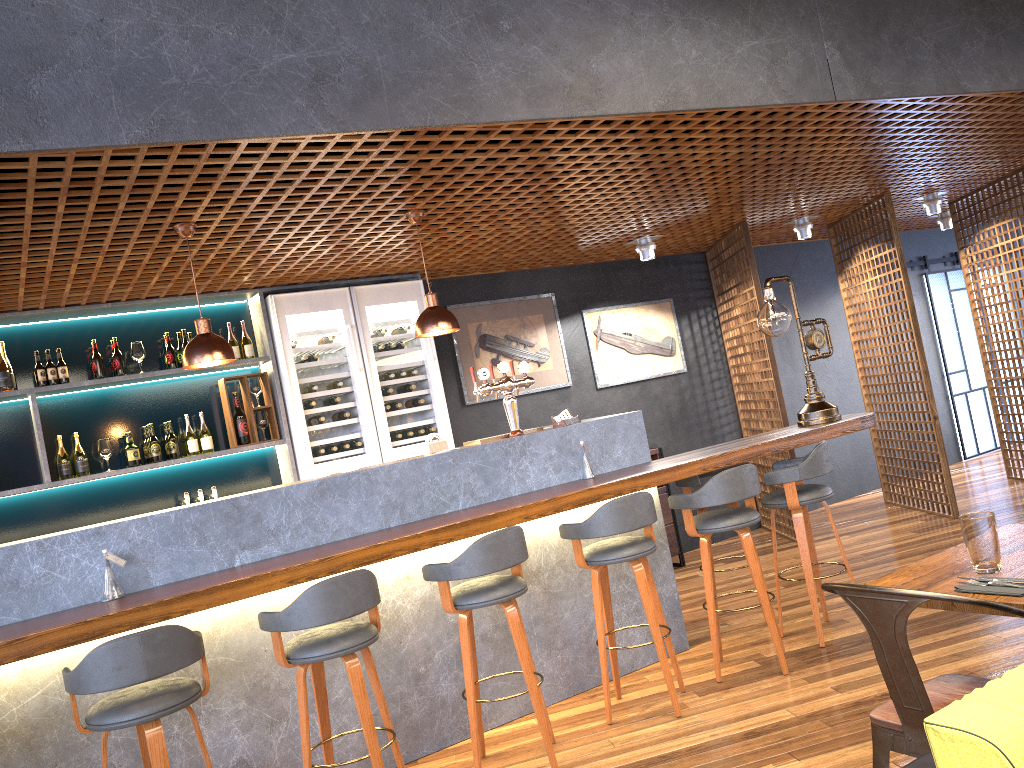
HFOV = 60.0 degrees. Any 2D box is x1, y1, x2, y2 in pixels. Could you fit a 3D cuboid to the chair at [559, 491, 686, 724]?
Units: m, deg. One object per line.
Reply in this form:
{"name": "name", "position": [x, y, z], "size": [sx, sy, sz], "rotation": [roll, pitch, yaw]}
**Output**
{"name": "chair", "position": [0.567, 1.056, 4.344], "size": [0.438, 1.048, 0.483], "rotation": [-12, -2, 31]}

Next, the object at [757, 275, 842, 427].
{"name": "object", "position": [1.804, -0.219, 5.523], "size": [0.566, 0.944, 0.263], "rotation": [-10, -2, -38]}

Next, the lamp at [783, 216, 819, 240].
{"name": "lamp", "position": [2.563, -1.367, 7.805], "size": [0.228, 0.172, 0.228], "rotation": [-10, -2, -31]}

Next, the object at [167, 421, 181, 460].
{"name": "object", "position": [-2.211, 0.367, 5.773], "size": [0.063, 0.254, 0.063], "rotation": [-12, -2, 22]}

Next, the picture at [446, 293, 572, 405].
{"name": "picture", "position": [-0.004, -0.306, 7.325], "size": [1.039, 0.809, 0.028], "rotation": [-10, -2, -31]}

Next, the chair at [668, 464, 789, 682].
{"name": "chair", "position": [1.126, 0.954, 4.604], "size": [0.483, 1.048, 0.438], "rotation": [-11, -2, -2]}

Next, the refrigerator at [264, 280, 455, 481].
{"name": "refrigerator", "position": [-1.034, 0.363, 6.418], "size": [1.159, 2.109, 0.454], "rotation": [-10, -2, -31]}

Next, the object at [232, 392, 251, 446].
{"name": "object", "position": [-1.848, 0.236, 6.015], "size": [0.092, 0.369, 0.091], "rotation": [-12, -2, 28]}

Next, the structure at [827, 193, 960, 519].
{"name": "structure", "position": [3.337, -0.214, 7.879], "size": [0.050, 2.700, 1.319], "rotation": [-11, -2, -1]}

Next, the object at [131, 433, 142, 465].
{"name": "object", "position": [-2.450, 0.427, 5.709], "size": [0.088, 0.224, 0.088], "rotation": [-10, -2, -36]}

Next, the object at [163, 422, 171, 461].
{"name": "object", "position": [-2.259, 0.379, 5.840], "size": [0.063, 0.254, 0.063], "rotation": [-10, -2, -23]}

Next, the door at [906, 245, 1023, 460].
{"name": "door", "position": [5.649, -0.429, 10.590], "size": [2.441, 2.386, 0.052], "rotation": [-10, -2, -31]}

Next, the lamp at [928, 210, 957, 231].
{"name": "lamp", "position": [5.786, -0.808, 4.741], "size": [3.017, 2.714, 9.057], "rotation": [-10, -2, -31]}

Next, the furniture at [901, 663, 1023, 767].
{"name": "furniture", "position": [4.992, 0.162, 1.622], "size": [7.462, 0.914, 4.895], "rotation": [-10, -2, -36]}

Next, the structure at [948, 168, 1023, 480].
{"name": "structure", "position": [4.517, -0.446, 7.893], "size": [0.050, 2.700, 1.319], "rotation": [-11, -2, -1]}

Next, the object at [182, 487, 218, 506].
{"name": "object", "position": [-2.032, 0.940, 5.852], "size": [0.310, 0.492, 0.204], "rotation": [-10, -2, -31]}

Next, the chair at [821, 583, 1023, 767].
{"name": "chair", "position": [1.219, 0.929, 2.403], "size": [0.541, 0.917, 0.504], "rotation": [-10, -2, -30]}

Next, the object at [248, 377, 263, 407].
{"name": "object", "position": [-1.756, 0.060, 6.095], "size": [0.097, 0.206, 0.097], "rotation": [-11, -2, 9]}

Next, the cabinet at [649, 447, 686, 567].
{"name": "cabinet", "position": [1.025, 1.092, 7.455], "size": [0.553, 1.007, 0.473], "rotation": [-10, -2, -31]}

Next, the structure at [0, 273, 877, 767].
{"name": "structure", "position": [-2.323, 0.783, 4.283], "size": [9.298, 2.700, 2.700], "rotation": [-10, -2, -31]}

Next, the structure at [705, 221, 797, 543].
{"name": "structure", "position": [2.156, 0.019, 7.865], "size": [0.050, 2.700, 1.319], "rotation": [-11, -2, -1]}

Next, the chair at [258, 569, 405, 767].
{"name": "chair", "position": [-0.676, 1.275, 3.565], "size": [0.438, 1.048, 0.483], "rotation": [-12, -2, 20]}

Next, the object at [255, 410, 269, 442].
{"name": "object", "position": [-1.710, 0.290, 6.088], "size": [0.097, 0.206, 0.097], "rotation": [-11, -2, 9]}

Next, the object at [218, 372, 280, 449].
{"name": "object", "position": [-1.795, 0.180, 6.052], "size": [0.300, 0.475, 0.161], "rotation": [-10, -2, -31]}

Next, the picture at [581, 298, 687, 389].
{"name": "picture", "position": [1.118, -0.379, 7.983], "size": [1.039, 0.697, 0.028], "rotation": [-10, -2, -31]}

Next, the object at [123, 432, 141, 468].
{"name": "object", "position": [-2.409, 0.415, 5.607], "size": [0.088, 0.224, 0.088], "rotation": [-12, -2, 29]}

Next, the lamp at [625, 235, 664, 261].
{"name": "lamp", "position": [1.090, -1.096, 7.207], "size": [0.228, 0.172, 0.228], "rotation": [-10, -2, -31]}

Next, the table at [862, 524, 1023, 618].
{"name": "table", "position": [1.771, 0.910, 2.699], "size": [0.906, 0.763, 0.887], "rotation": [-10, -2, -31]}

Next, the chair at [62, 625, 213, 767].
{"name": "chair", "position": [-1.279, 1.381, 3.156], "size": [0.483, 1.048, 0.438], "rotation": [-11, -2, -2]}

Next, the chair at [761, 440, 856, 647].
{"name": "chair", "position": [1.620, 0.867, 4.913], "size": [0.483, 1.048, 0.438], "rotation": [-10, -2, -39]}

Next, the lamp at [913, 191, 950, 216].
{"name": "lamp", "position": [3.727, -1.595, 7.863], "size": [0.228, 0.172, 0.228], "rotation": [-10, -2, -31]}

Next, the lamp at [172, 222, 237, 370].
{"name": "lamp", "position": [-1.490, -0.422, 4.198], "size": [0.250, 0.673, 0.250], "rotation": [-11, -2, 2]}

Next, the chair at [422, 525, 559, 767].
{"name": "chair", "position": [-0.088, 1.172, 3.943], "size": [0.483, 1.048, 0.438], "rotation": [-11, -2, -16]}

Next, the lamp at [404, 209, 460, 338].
{"name": "lamp", "position": [-0.466, -0.603, 4.814], "size": [0.250, 0.673, 0.250], "rotation": [-11, -2, 2]}

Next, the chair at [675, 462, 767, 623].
{"name": "chair", "position": [1.312, 0.948, 5.523], "size": [0.438, 1.048, 0.483], "rotation": [-12, -2, 31]}
